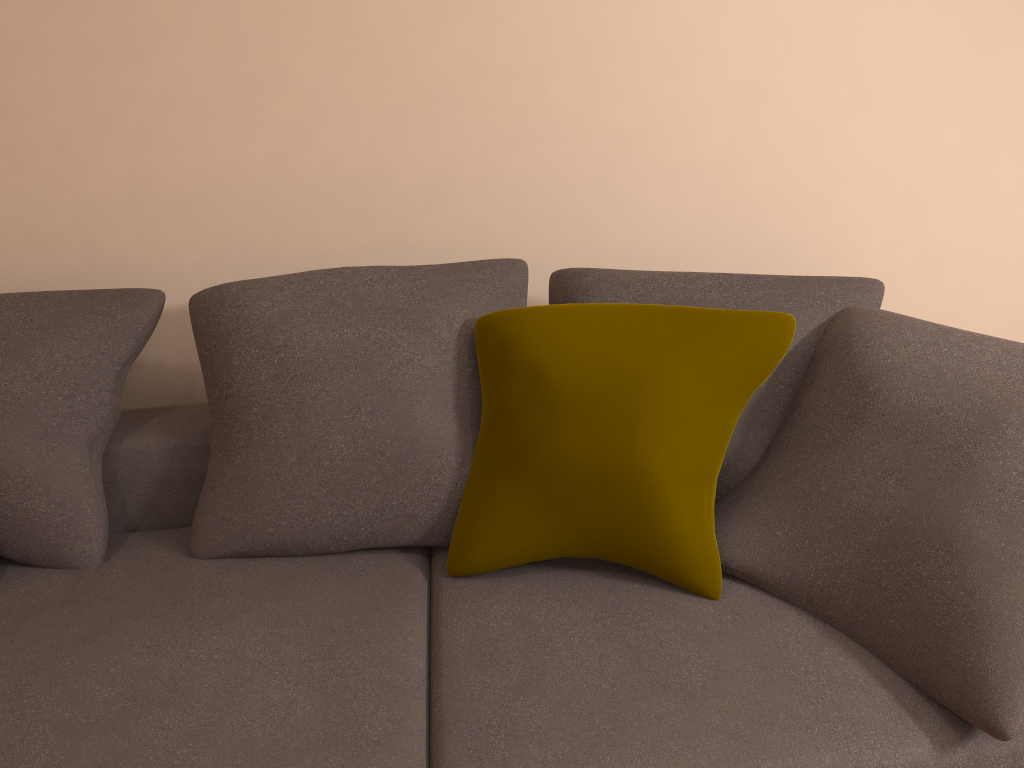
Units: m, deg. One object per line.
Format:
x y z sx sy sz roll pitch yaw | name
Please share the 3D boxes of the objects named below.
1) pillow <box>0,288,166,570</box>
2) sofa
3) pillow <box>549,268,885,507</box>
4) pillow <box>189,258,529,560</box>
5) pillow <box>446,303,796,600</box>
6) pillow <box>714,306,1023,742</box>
-1.222 0.093 2.085 0.787 0.576 0.431 0 19 11 | pillow
-0.613 0.696 1.533 3.565 0.776 1.906 -5 19 -4 | sofa
0.376 0.076 2.038 0.811 0.635 0.399 11 23 36 | pillow
-0.335 0.050 2.002 0.783 0.590 0.459 -4 19 1 | pillow
0.206 0.113 1.763 0.658 0.492 0.382 3 20 19 | pillow
0.710 0.173 1.548 0.560 0.470 0.749 -15 22 -31 | pillow
